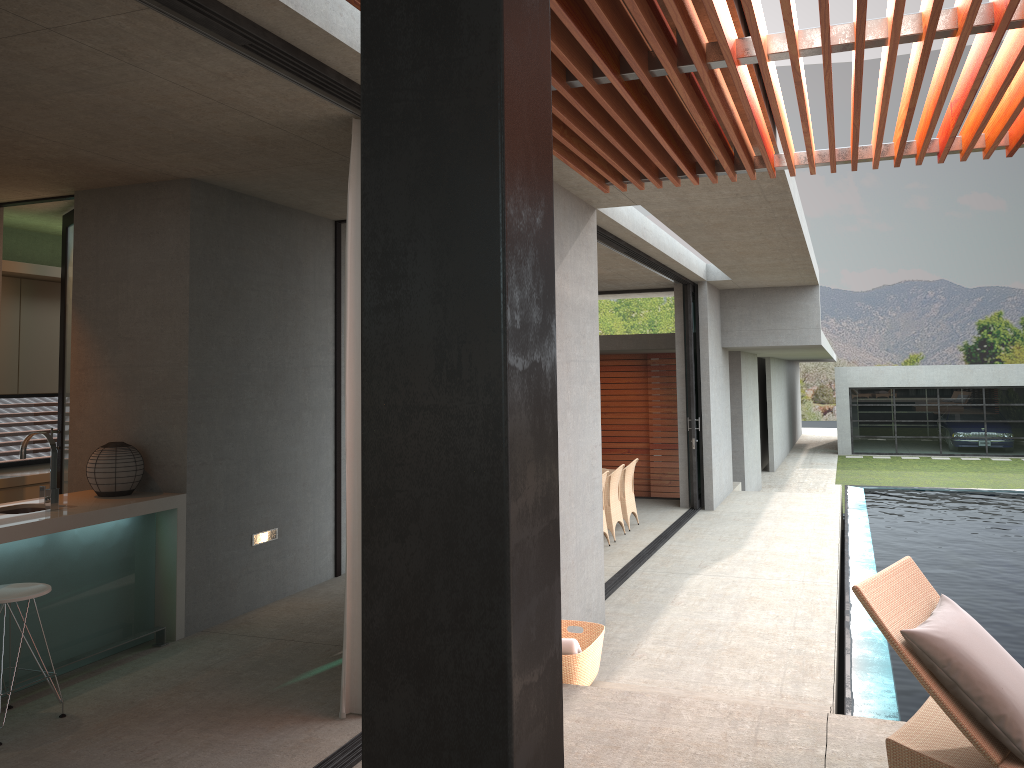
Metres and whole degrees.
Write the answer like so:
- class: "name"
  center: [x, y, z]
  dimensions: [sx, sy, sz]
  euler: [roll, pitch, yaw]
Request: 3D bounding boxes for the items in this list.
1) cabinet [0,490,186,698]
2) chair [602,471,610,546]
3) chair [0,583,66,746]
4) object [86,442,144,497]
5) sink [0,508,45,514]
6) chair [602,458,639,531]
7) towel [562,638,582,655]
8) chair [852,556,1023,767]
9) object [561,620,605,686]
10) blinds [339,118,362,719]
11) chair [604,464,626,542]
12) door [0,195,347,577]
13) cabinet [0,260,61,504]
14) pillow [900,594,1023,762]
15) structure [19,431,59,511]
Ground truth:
- class: "cabinet"
  center: [-3.176, 1.184, 3.839]
  dimensions: [0.799, 0.903, 4.112]
  euler: [-2, 0, 21]
- class: "chair"
  center: [0.765, 1.387, 9.773]
  dimensions: [0.629, 0.868, 0.615]
  euler: [-2, -3, 21]
- class: "chair"
  center: [-2.413, 1.308, 4.214]
  dimensions: [0.381, 0.627, 0.380]
  euler: [-2, -3, 21]
- class: "object"
  center: [-2.532, 0.540, 5.645]
  dimensions: [0.340, 0.336, 0.339]
  euler: [-1, -2, 12]
- class: "sink"
  center: [-2.812, 0.810, 5.078]
  dimensions: [0.374, 0.135, 0.373]
  euler: [-1, 0, 21]
- class: "chair"
  center: [1.285, 1.368, 11.154]
  dimensions: [0.629, 0.868, 0.615]
  euler: [-2, -3, 21]
- class: "towel"
  center: [0.222, 1.539, 4.912]
  dimensions: [0.368, 0.313, 0.308]
  euler: [-1, -2, 21]
- class: "chair"
  center: [2.383, 1.166, 2.863]
  dimensions: [2.289, 0.832, 0.699]
  euler: [-1, -2, 40]
- class: "object"
  center: [0.271, 1.595, 5.050]
  dimensions: [0.445, 0.302, 0.678]
  euler: [-1, 0, 20]
- class: "blinds"
  center: [-0.621, 0.118, 4.701]
  dimensions: [0.229, 2.952, 0.881]
  euler: [-2, -4, 17]
- class: "chair"
  center: [1.025, 1.378, 10.463]
  dimensions: [0.629, 0.868, 0.615]
  euler: [-2, -3, 21]
- class: "door"
  center: [-2.029, 0.902, 0.748]
  dimensions: [5.773, 4.496, 15.272]
  euler: [-1, 0, -7]
- class: "cabinet"
  center: [-4.252, 0.356, 4.718]
  dimensions: [1.963, 2.578, 7.453]
  euler: [-2, 0, 21]
- class: "pillow"
  center: [1.788, 1.101, 3.350]
  dimensions: [0.426, 0.429, 0.607]
  euler: [-2, -2, 39]
- class: "structure"
  center: [-2.720, 0.495, 5.044]
  dimensions: [0.258, 0.444, 0.096]
  euler: [-2, -4, 20]
